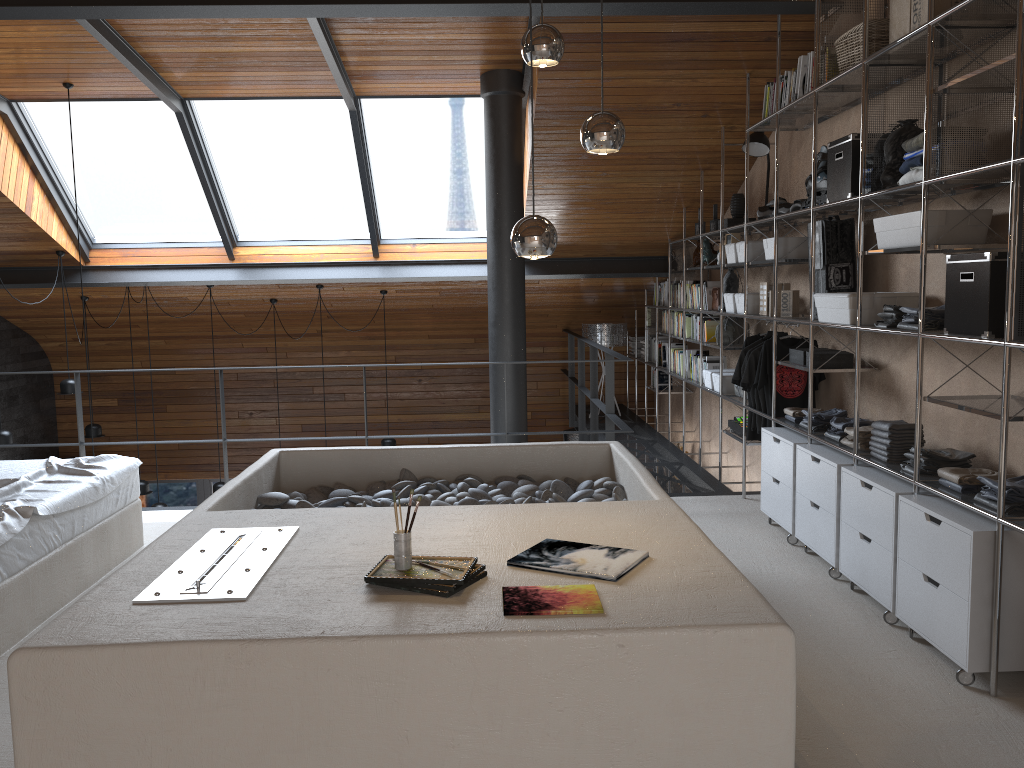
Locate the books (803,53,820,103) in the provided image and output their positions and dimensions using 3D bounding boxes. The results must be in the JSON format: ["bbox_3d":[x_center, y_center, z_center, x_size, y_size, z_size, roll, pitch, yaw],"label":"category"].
[{"bbox_3d":[1.658,-1.632,4.724,0.191,0.249,0.077,-1,6,-2],"label":"books"}]

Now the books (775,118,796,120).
[{"bbox_3d":[1.615,-1.662,5.213,0.130,0.201,0.063,-1,6,-2],"label":"books"}]

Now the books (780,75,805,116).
[{"bbox_3d":[1.614,-1.658,5.099,0.161,0.220,0.074,-1,6,-2],"label":"books"}]

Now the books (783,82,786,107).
[{"bbox_3d":[1.593,-1.626,5.011,0.112,0.173,0.054,-1,6,-2],"label":"books"}]

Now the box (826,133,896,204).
[{"bbox_3d":[1.677,-1.016,4.200,0.266,0.295,0.289,-1,6,-2],"label":"box"}]

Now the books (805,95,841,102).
[{"bbox_3d":[1.663,-1.629,4.713,0.191,0.244,0.075,-1,6,-2],"label":"books"}]

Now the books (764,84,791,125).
[{"bbox_3d":[1.620,-1.691,5.368,0.169,0.229,0.077,-1,6,-2],"label":"books"}]

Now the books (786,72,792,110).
[{"bbox_3d":[1.610,-1.636,4.963,0.131,0.202,0.068,-1,6,-2],"label":"books"}]

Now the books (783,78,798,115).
[{"bbox_3d":[1.594,-1.643,5.069,0.111,0.194,0.059,-1,6,-2],"label":"books"}]

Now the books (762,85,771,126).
[{"bbox_3d":[1.602,-1.695,5.395,0.148,0.229,0.073,-1,6,-2],"label":"books"}]

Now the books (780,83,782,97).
[{"bbox_3d":[1.590,-1.634,5.082,0.112,0.173,0.054,-1,6,-2],"label":"books"}]

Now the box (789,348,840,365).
[{"bbox_3d":[1.684,-0.153,4.940,0.208,0.079,0.207,-1,6,-3],"label":"box"}]

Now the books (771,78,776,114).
[{"bbox_3d":[1.607,-1.680,5.233,0.143,0.233,0.081,-1,6,-2],"label":"books"}]

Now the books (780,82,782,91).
[{"bbox_3d":[1.595,-1.638,5.091,0.117,0.180,0.059,-1,6,-2],"label":"books"}]

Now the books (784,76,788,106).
[{"bbox_3d":[1.606,-1.635,4.994,0.138,0.189,0.065,-1,6,-2],"label":"books"}]

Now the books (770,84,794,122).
[{"bbox_3d":[1.613,-1.669,5.267,0.146,0.208,0.071,-1,6,-2],"label":"books"}]

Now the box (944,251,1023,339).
[{"bbox_3d":[1.731,-0.316,3.130,0.266,0.295,0.289,-1,6,-2],"label":"box"}]

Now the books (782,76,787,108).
[{"bbox_3d":[1.590,-1.637,5.015,0.111,0.194,0.059,-1,6,-2],"label":"books"}]

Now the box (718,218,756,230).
[{"bbox_3d":[1.605,-1.137,6.334,0.208,0.079,0.207,-2,6,-5],"label":"box"}]

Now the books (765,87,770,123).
[{"bbox_3d":[1.608,-1.683,5.345,0.149,0.202,0.067,-1,6,-2],"label":"books"}]

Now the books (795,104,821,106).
[{"bbox_3d":[1.624,-1.625,4.818,0.155,0.212,0.073,-1,6,-2],"label":"books"}]

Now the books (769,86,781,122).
[{"bbox_3d":[1.600,-1.668,5.280,0.130,0.202,0.063,-1,6,-2],"label":"books"}]

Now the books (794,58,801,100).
[{"bbox_3d":[1.606,-1.635,4.781,0.148,0.229,0.073,-1,6,-2],"label":"books"}]

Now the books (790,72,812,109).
[{"bbox_3d":[1.614,-1.625,4.909,0.126,0.194,0.064,-1,6,-2],"label":"books"}]

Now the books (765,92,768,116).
[{"bbox_3d":[1.601,-1.672,5.361,0.131,0.178,0.057,-1,6,-2],"label":"books"}]

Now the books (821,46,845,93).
[{"bbox_3d":[1.641,-1.603,4.525,0.129,0.231,0.010,-1,6,-2],"label":"books"}]

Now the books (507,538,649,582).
[{"bbox_3d":[0.199,0.521,2.648,0.347,0.019,0.260,2,7,29],"label":"books"}]

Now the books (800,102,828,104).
[{"bbox_3d":[1.634,-1.621,4.765,0.170,0.214,0.065,-1,6,-1],"label":"books"}]

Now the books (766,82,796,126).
[{"bbox_3d":[1.639,-1.707,5.403,0.206,0.249,0.074,-1,6,-2],"label":"books"}]

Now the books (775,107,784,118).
[{"bbox_3d":[1.598,-1.653,5.150,0.127,0.197,0.063,-1,6,-2],"label":"books"}]

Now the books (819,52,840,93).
[{"bbox_3d":[1.634,-1.587,4.503,0.148,0.206,0.018,-1,6,-2],"label":"books"}]

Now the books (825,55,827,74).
[{"bbox_3d":[1.635,-1.569,4.447,0.131,0.181,0.014,-1,6,-2],"label":"books"}]

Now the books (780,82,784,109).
[{"bbox_3d":[1.586,-1.629,5.055,0.111,0.171,0.056,-1,6,-2],"label":"books"}]

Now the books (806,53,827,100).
[{"bbox_3d":[1.626,-1.616,4.657,0.148,0.232,0.053,-1,6,-2],"label":"books"}]

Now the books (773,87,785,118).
[{"bbox_3d":[1.590,-1.654,5.161,0.127,0.197,0.063,-1,6,-2],"label":"books"}]

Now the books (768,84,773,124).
[{"bbox_3d":[1.616,-1.687,5.329,0.148,0.229,0.073,-1,6,-2],"label":"books"}]

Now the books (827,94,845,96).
[{"bbox_3d":[1.646,-1.596,4.575,0.148,0.206,0.014,-1,6,-2],"label":"books"}]

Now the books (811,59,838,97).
[{"bbox_3d":[1.632,-1.595,4.609,0.143,0.199,0.054,-1,6,-2],"label":"books"}]

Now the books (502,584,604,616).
[{"bbox_3d":[0.101,0.561,2.304,0.251,0.013,0.188,-1,6,-2],"label":"books"}]

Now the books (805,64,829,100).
[{"bbox_3d":[1.624,-1.601,4.698,0.131,0.178,0.057,-1,6,-2],"label":"books"}]

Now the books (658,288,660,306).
[{"bbox_3d":[1.485,-0.846,8.620,0.119,0.169,0.058,-1,6,-2],"label":"books"}]

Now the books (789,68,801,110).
[{"bbox_3d":[1.611,-1.637,4.919,0.133,0.215,0.070,-1,6,-2],"label":"books"}]

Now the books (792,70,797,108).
[{"bbox_3d":[1.613,-1.627,4.891,0.123,0.201,0.071,-1,6,-2],"label":"books"}]

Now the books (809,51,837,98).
[{"bbox_3d":[1.632,-1.615,4.635,0.148,0.234,0.033,-1,6,-2],"label":"books"}]

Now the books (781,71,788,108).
[{"bbox_3d":[1.596,-1.653,5.023,0.122,0.227,0.076,-1,6,-2],"label":"books"}]

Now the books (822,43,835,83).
[{"bbox_3d":[1.626,-1.595,4.456,0.129,0.231,0.010,-1,6,-2],"label":"books"}]

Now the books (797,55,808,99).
[{"bbox_3d":[1.608,-1.630,4.735,0.148,0.229,0.073,-1,6,-2],"label":"books"}]

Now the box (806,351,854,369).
[{"bbox_3d":[1.684,-0.128,4.707,0.208,0.079,0.207,0,6,10],"label":"box"}]

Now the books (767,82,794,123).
[{"bbox_3d":[1.617,-1.683,5.302,0.160,0.228,0.080,-1,6,-2],"label":"books"}]

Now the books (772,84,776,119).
[{"bbox_3d":[1.599,-1.658,5.202,0.127,0.197,0.063,-1,6,-2],"label":"books"}]

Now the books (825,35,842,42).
[{"bbox_3d":[1.643,-1.615,4.471,0.143,0.268,0.020,-1,6,-2],"label":"books"}]

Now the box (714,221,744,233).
[{"bbox_3d":[1.604,-1.161,6.551,0.208,0.079,0.207,0,6,11],"label":"box"}]

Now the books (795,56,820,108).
[{"bbox_3d":[1.633,-1.654,4.860,0.143,0.264,0.088,-1,6,-2],"label":"books"}]

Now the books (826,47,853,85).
[{"bbox_3d":[1.638,-1.578,4.430,0.129,0.203,0.021,-1,6,-2],"label":"books"}]
